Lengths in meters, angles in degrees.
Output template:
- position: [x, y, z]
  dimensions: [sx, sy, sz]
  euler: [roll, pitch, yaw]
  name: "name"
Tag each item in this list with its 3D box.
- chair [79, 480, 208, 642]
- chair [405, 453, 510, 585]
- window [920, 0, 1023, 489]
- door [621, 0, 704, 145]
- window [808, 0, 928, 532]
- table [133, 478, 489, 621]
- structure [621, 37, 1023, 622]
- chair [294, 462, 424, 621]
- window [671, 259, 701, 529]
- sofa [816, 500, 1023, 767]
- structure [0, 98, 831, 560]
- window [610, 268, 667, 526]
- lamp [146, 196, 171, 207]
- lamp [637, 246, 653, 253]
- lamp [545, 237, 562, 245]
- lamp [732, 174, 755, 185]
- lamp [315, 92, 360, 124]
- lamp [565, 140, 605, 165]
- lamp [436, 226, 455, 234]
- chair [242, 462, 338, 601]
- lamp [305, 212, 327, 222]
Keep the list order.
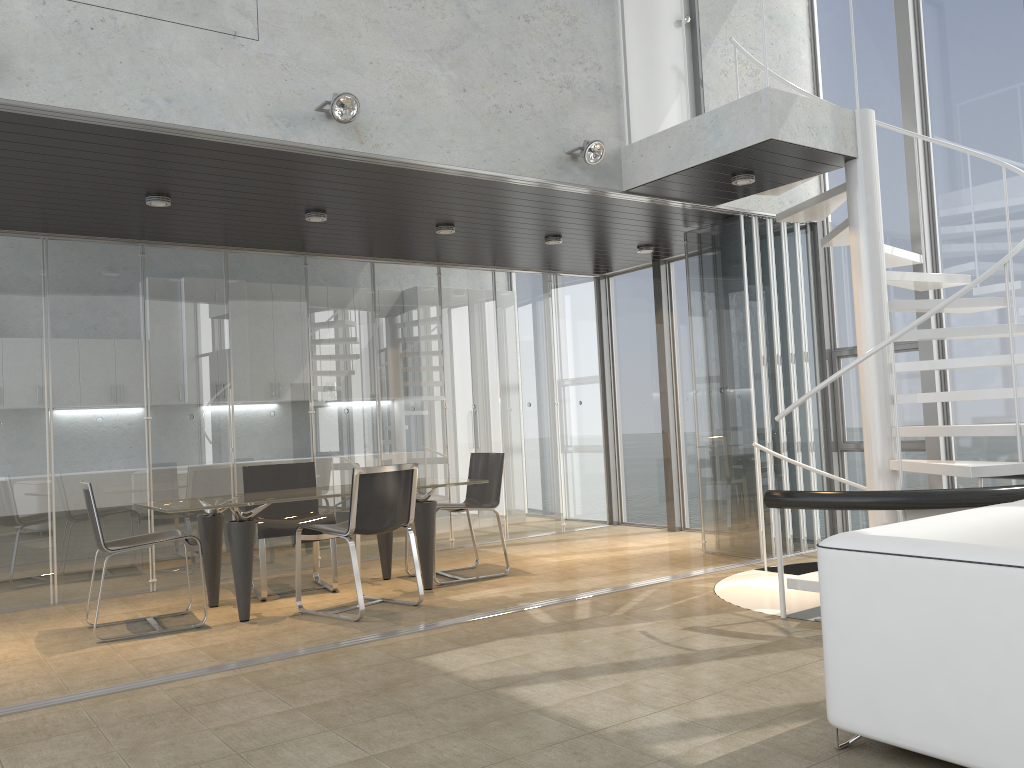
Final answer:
- position: [-2.293, 1.042, 5.484]
  dimensions: [0.660, 0.922, 0.546]
  euler: [-1, -3, -30]
  name: "chair"
- position: [-0.428, 1.008, 6.800]
  dimensions: [0.660, 0.922, 0.546]
  euler: [-1, -3, -30]
  name: "chair"
- position: [3.376, -1.599, 6.362]
  dimensions: [0.010, 5.653, 0.742]
  euler: [-1, -3, -35]
  name: "window"
- position: [1.057, -2.679, 6.488]
  dimensions: [0.800, 2.100, 0.100]
  euler: [-1, -3, -35]
  name: "door"
- position: [2.837, -1.538, 7.098]
  dimensions: [0.050, 5.700, 0.800]
  euler: [-1, -3, -35]
  name: "window"
- position: [-1.329, 1.112, 6.170]
  dimensions: [2.250, 0.733, 0.900]
  euler: [-1, -3, -35]
  name: "table"
- position: [-0.232, 0.951, 5.517]
  dimensions: [6.700, 6.900, 4.916]
  euler: [-1, -3, -35]
  name: "structure"
- position: [-0.987, 0.987, 5.712]
  dimensions: [0.660, 0.922, 0.546]
  euler: [-5, -3, 40]
  name: "chair"
- position: [1.872, 0.079, 8.527]
  dimensions: [0.010, 2.646, 0.742]
  euler: [-1, -3, -35]
  name: "window"
- position: [2.334, 0.775, 3.330]
  dimensions: [2.601, 0.638, 0.971]
  euler: [-1, -3, -35]
  name: "sofa"
- position: [-0.015, -2.056, 2.612]
  dimensions: [9.817, 6.605, 10.665]
  euler: [-1, -3, -36]
  name: "structure"
- position: [1.345, 0.139, 9.271]
  dimensions: [0.010, 2.646, 0.742]
  euler: [-1, -3, -35]
  name: "window"
- position: [-2.267, -1.171, 5.687]
  dimensions: [0.149, 0.038, 0.149]
  euler: [-2, -3, -20]
  name: "lamp"
- position: [1.227, -1.236, 8.166]
  dimensions: [0.149, 0.038, 0.149]
  euler: [-2, -3, -20]
  name: "lamp"
- position: [0.353, -1.220, 7.546]
  dimensions: [0.149, 0.038, 0.149]
  euler: [-2, -3, -20]
  name: "lamp"
- position: [1.533, -1.355, 5.879]
  dimensions: [0.149, 0.038, 0.149]
  euler: [-2, -3, -20]
  name: "lamp"
- position: [-0.927, -1.465, 4.762]
  dimensions: [0.197, 0.154, 0.254]
  euler: [-1, -3, -35]
  name: "lamp"
- position: [0.485, -1.491, 5.764]
  dimensions: [0.197, 0.154, 0.254]
  euler: [-1, -3, -35]
  name: "lamp"
- position: [-0.520, -1.204, 6.926]
  dimensions: [0.149, 0.038, 0.149]
  euler: [-2, -3, -20]
  name: "lamp"
- position: [-1.639, 1.056, 6.518]
  dimensions: [0.546, 0.922, 0.660]
  euler: [-2, -3, -25]
  name: "chair"
- position: [-1.394, -1.188, 6.307]
  dimensions: [0.149, 0.038, 0.149]
  euler: [-2, -3, -20]
  name: "lamp"
